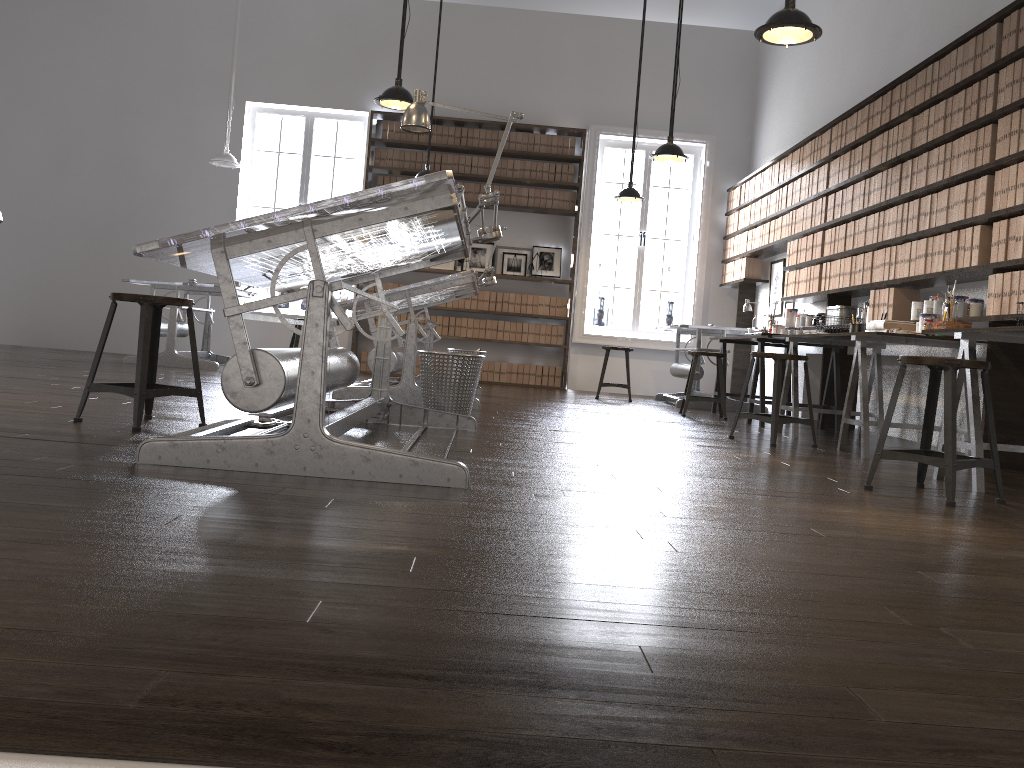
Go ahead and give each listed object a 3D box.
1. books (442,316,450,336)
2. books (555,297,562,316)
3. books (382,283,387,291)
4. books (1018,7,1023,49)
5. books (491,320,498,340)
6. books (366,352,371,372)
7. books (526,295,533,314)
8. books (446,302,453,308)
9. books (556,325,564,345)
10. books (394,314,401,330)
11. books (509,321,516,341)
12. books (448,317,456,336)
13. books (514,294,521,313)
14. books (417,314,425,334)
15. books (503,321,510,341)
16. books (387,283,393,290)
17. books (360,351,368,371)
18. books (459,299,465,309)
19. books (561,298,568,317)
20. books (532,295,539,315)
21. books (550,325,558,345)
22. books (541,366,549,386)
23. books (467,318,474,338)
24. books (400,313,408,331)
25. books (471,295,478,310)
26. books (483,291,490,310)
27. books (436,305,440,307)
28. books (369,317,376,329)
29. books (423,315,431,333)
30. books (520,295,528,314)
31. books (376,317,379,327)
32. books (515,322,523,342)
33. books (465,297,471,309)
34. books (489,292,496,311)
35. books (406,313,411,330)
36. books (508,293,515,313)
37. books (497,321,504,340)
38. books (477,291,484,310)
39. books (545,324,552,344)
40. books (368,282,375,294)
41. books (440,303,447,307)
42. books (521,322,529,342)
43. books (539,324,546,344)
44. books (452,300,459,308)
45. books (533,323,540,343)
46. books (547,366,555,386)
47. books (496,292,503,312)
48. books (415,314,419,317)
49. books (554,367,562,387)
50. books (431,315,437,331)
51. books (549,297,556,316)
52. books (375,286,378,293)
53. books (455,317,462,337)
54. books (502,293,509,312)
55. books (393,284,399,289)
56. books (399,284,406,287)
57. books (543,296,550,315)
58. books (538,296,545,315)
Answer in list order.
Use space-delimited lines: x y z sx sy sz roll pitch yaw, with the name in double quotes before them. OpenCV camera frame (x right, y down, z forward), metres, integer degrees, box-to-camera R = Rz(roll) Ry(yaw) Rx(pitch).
"books" -0.768 -0.672 10.265 0.067 0.226 0.174 5 0 -2
"books" 0.539 -0.891 10.301 0.067 0.226 0.174 5 0 -2
"books" -1.474 -1.051 10.243 0.067 0.226 0.174 5 0 -2
"books" 2.705 -1.820 4.543 0.174 0.226 0.066 5 0 -1
"books" -0.205 -0.626 10.272 0.067 0.226 0.174 5 0 -2
"books" -1.632 -0.257 10.237 0.067 0.226 0.174 5 0 -2
"books" 0.204 -0.917 10.286 0.067 0.226 0.174 5 0 -2
"books" -0.716 -0.991 10.264 0.067 0.226 0.174 5 0 -2
"books" 0.558 -0.565 10.293 0.067 0.226 0.174 5 0 -2
"books" -1.319 -0.716 10.249 0.067 0.226 0.174 5 0 -2
"books" 0.008 -0.610 10.285 0.067 0.226 0.174 5 0 -2
"books" -0.693 -0.665 10.261 0.067 0.226 0.174 5 0 -2
"books" 0.066 -0.928 10.288 0.067 0.226 0.174 5 0 -2
"books" -1.047 -0.694 10.251 0.067 0.226 0.174 5 0 -2
"books" -0.061 -0.615 10.279 0.067 0.226 0.174 5 0 -2
"books" -1.411 -1.046 10.249 0.067 0.225 0.174 5 0 -2
"books" -1.701 -0.262 10.237 0.067 0.226 0.174 5 0 -2
"books" -0.577 -0.980 10.273 0.067 0.226 0.174 5 0 -2
"books" 0.604 -0.885 10.296 0.067 0.226 0.174 5 0 -2
"books" 0.270 -0.912 10.292 0.067 0.225 0.174 5 0 -2
"books" 0.487 -0.571 10.296 0.067 0.226 0.174 5 0 -2
"books" 0.380 -0.096 10.284 0.067 0.226 0.174 5 0 -2
"books" -0.482 -0.649 10.268 0.067 0.226 0.174 5 0 -2
"books" -1.249 -0.710 10.247 0.067 0.226 0.174 5 0 -2
"books" -0.435 -0.968 10.269 0.067 0.226 0.174 5 0 -2
"books" -0.300 -0.958 10.277 0.067 0.225 0.174 5 0 -2
"books" -0.851 -1.002 10.264 0.067 0.225 0.174 5 0 -2
"books" -1.602 -0.738 10.237 0.067 0.226 0.174 5 0 -2
"books" -0.980 -0.688 10.259 0.067 0.226 0.174 5 0 -2
"books" 0.136 -0.923 10.290 0.067 0.226 0.174 5 0 -2
"books" -1.530 -0.732 10.239 0.067 0.226 0.174 5 0 -2
"books" 0.078 -0.604 10.285 0.067 0.226 0.174 5 0 -2
"books" -0.507 -0.974 10.271 0.067 0.226 0.174 5 0 -2
"books" -0.224 -0.951 10.281 0.067 0.225 0.174 5 0 -2
"books" -1.177 -0.704 10.251 0.067 0.225 0.174 5 0 -2
"books" -0.005 -0.934 10.282 0.067 0.226 0.174 5 0 -2
"books" -0.133 -0.621 10.274 0.067 0.226 0.174 5 0 -2
"books" -0.363 -0.962 10.271 0.067 0.226 0.174 5 0 -2
"books" 0.416 -0.577 10.294 0.067 0.226 0.174 5 0 -2
"books" -1.618 -1.063 10.243 0.067 0.226 0.174 5 0 -2
"books" -0.788 -0.996 10.264 0.067 0.225 0.174 5 0 -2
"books" 0.148 -0.598 10.282 0.067 0.226 0.174 5 0 -2
"books" 0.349 -0.582 10.286 0.067 0.226 0.174 5 0 -2
"books" -0.646 -0.985 10.269 0.067 0.226 0.174 5 0 -2
"books" 0.283 -0.588 10.289 0.067 0.225 0.174 5 0 -2
"books" 0.454 -0.090 10.291 0.067 0.225 0.174 5 0 -2
"books" -0.150 -0.945 10.278 0.067 0.226 0.174 5 0 -2
"books" -1.114 -0.699 10.254 0.067 0.225 0.174 5 0 -2
"books" 0.530 -0.084 10.290 0.067 0.225 0.174 5 0 -2
"books" -0.910 -0.683 10.261 0.067 0.226 0.174 5 0 -2
"books" 0.469 -0.896 10.297 0.067 0.226 0.174 5 0 -2
"books" -1.546 -1.057 10.241 0.067 0.226 0.174 5 0 -2
"books" -0.620 -0.660 10.268 0.067 0.225 0.174 5 0 -2
"books" -0.076 -0.940 10.285 0.067 0.226 0.174 5 0 -2
"books" -1.345 -1.041 10.253 0.067 0.225 0.174 5 0 -2
"books" -1.271 -1.035 10.249 0.067 0.226 0.174 5 0 -2
"books" 0.399 -0.902 10.292 0.067 0.226 0.174 5 0 -2
"books" 0.333 -0.907 10.292 0.067 0.225 0.174 5 0 -2
